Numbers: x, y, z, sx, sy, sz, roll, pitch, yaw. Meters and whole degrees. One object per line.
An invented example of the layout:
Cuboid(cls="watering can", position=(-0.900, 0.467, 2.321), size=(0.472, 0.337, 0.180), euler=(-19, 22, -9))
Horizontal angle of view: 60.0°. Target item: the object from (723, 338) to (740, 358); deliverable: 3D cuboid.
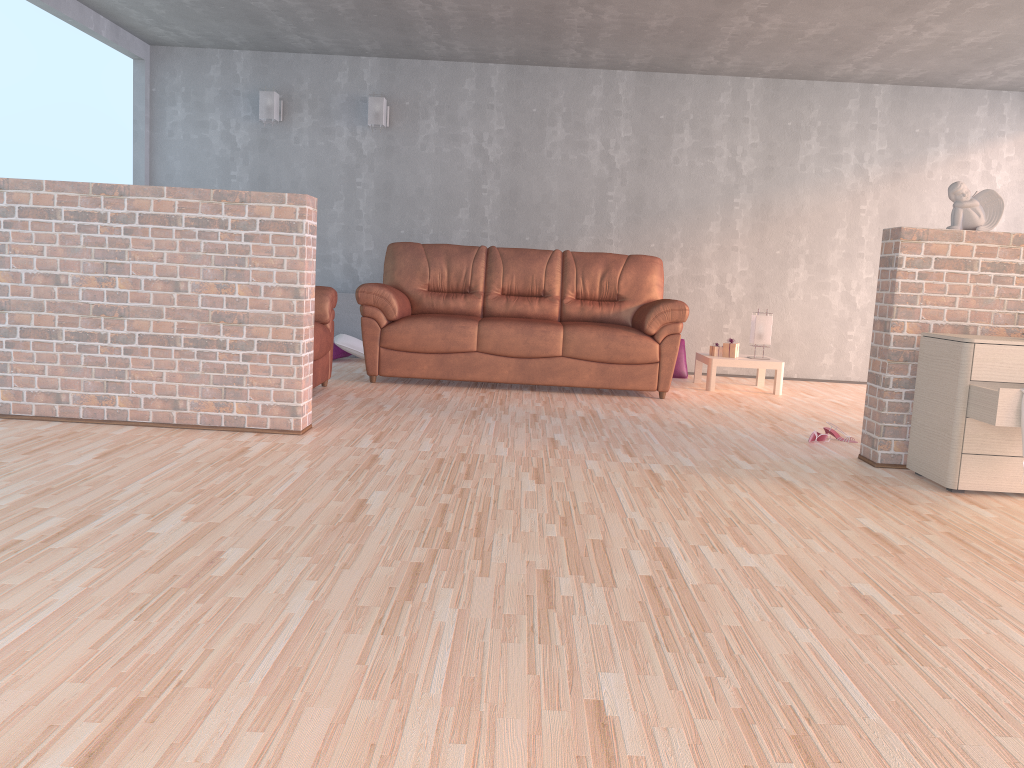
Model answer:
Cuboid(cls="object", position=(1.633, -0.271, 6.609), size=(0.099, 0.147, 0.102), euler=(7, 8, 29))

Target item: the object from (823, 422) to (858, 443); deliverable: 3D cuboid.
Cuboid(cls="object", position=(1.711, 0.252, 4.621), size=(0.188, 0.085, 0.069), euler=(9, 9, 39))

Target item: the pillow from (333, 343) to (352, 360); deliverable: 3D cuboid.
Cuboid(cls="pillow", position=(-1.532, -0.273, 7.184), size=(0.392, 0.130, 0.365), euler=(6, 7, 21))

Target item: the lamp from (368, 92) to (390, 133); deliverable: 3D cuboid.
Cuboid(cls="lamp", position=(-1.098, -2.216, 7.251), size=(0.165, 0.319, 0.177), euler=(3, 7, 0))

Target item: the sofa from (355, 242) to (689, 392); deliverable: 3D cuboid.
Cuboid(cls="sofa", position=(0.068, -0.508, 6.246), size=(2.202, 0.923, 0.981), euler=(3, 7, 0))

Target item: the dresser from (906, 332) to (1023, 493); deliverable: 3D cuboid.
Cuboid(cls="dresser", position=(2.576, 0.164, 3.534), size=(1.686, 0.612, 0.605), euler=(3, 7, 0))

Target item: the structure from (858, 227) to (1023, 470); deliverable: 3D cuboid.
Cuboid(cls="structure", position=(2.349, -0.126, 3.969), size=(1.422, 1.057, 0.211), euler=(3, 7, 0))

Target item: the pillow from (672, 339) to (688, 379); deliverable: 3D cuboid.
Cuboid(cls="pillow", position=(1.271, -0.213, 7.280), size=(0.327, 0.326, 0.241), euler=(2, 7, -6))

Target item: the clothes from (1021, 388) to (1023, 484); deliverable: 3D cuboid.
Cuboid(cls="clothes", position=(1.992, 0.202, 3.256), size=(0.325, 0.369, 0.097), euler=(3, 7, 1))

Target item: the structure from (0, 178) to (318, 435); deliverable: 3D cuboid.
Cuboid(cls="structure", position=(-1.617, -0.347, 3.995), size=(1.422, 1.057, 0.211), euler=(3, 7, 0))

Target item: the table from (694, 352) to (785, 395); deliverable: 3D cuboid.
Cuboid(cls="table", position=(1.702, -0.084, 6.703), size=(0.548, 0.241, 0.548), euler=(3, 7, 0))

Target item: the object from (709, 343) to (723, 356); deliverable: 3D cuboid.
Cuboid(cls="object", position=(1.564, -0.261, 6.684), size=(0.152, 0.105, 0.080), euler=(-1, 8, -31))

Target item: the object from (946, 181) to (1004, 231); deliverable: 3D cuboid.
Cuboid(cls="object", position=(2.017, -0.776, 3.889), size=(0.216, 0.218, 0.131), euler=(3, 7, 0))

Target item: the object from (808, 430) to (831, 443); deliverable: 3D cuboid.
Cuboid(cls="object", position=(1.564, 0.267, 4.513), size=(0.078, 0.066, 0.192), euler=(8, 9, 36))

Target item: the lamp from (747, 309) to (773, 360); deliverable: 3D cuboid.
Cuboid(cls="lamp", position=(1.858, -0.373, 6.626), size=(0.140, 0.376, 0.140), euler=(3, 7, 0))

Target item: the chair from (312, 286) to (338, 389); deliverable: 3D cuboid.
Cuboid(cls="chair", position=(-1.558, -0.440, 5.160), size=(0.936, 0.879, 0.970), euler=(3, 7, 0))

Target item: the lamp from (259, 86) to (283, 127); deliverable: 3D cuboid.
Cuboid(cls="lamp", position=(-1.980, -2.265, 7.253), size=(0.165, 0.319, 0.168), euler=(3, 7, 0))

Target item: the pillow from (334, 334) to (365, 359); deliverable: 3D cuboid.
Cuboid(cls="pillow", position=(-1.276, -0.302, 7.202), size=(0.357, 0.205, 0.388), euler=(2, 7, -13))
